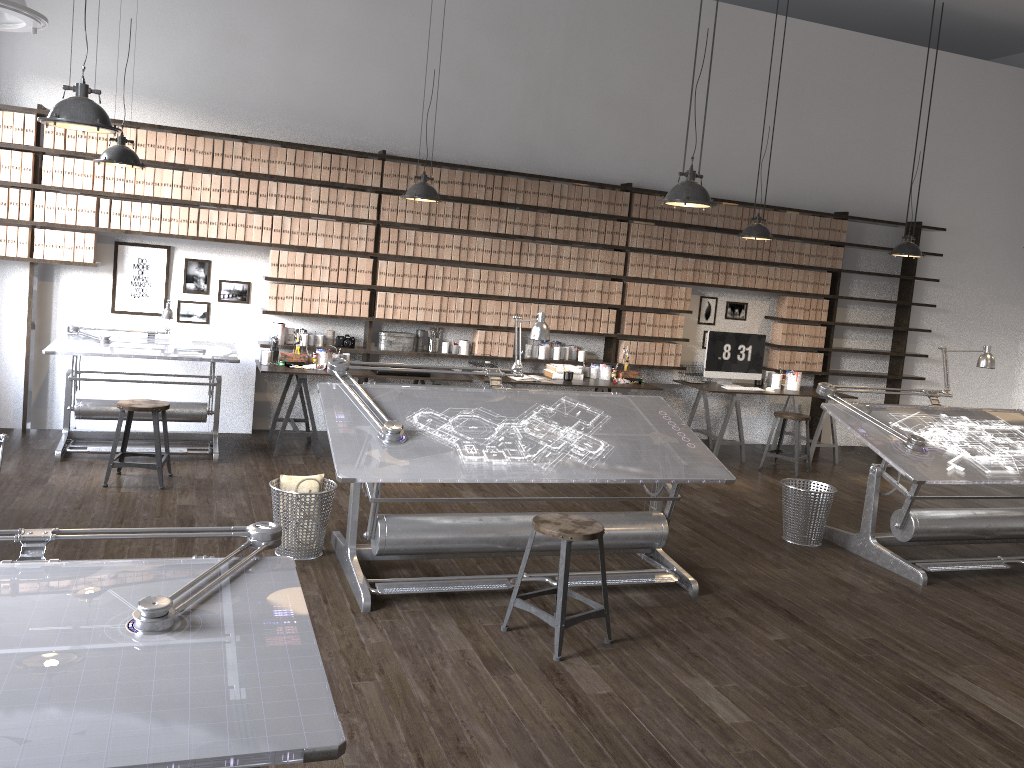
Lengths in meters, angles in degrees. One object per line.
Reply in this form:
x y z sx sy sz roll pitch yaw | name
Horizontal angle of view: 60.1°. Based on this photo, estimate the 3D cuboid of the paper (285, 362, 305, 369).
-1.698 -0.150 7.000 0.155 0.038 0.138 0 9 -35 | paper

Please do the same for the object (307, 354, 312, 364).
-1.645 -0.198 7.221 0.060 0.088 0.060 3 6 -25 | object

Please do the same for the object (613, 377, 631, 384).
0.994 -0.033 7.962 0.133 0.050 0.197 11 10 40 | object

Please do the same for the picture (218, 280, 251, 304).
-2.305 -0.765 7.346 0.251 0.183 0.023 3 5 -20 | picture

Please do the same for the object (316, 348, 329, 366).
-1.547 -0.216 7.227 0.105 0.141 0.104 2 6 -28 | object

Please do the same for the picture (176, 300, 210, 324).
-2.611 -0.588 7.256 0.251 0.183 0.023 3 5 -20 | picture

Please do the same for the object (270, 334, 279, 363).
-1.895 -0.281 7.087 0.069 0.236 0.068 3 5 -23 | object

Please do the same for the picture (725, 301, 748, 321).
2.278 -0.742 9.003 0.251 0.183 0.023 3 5 -20 | picture

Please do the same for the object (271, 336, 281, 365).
-1.872 -0.266 7.020 0.069 0.229 0.068 3 5 -23 | object

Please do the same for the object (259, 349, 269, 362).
-1.997 -0.230 7.128 0.068 0.104 0.069 3 6 -25 | object

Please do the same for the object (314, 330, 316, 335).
-1.673 -0.395 7.489 0.029 0.133 0.004 5 5 2 | object

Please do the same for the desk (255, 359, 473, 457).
-1.240 0.215 7.256 1.666 0.666 0.659 3 7 -20 | desk

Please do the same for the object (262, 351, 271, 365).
-1.938 -0.206 6.989 0.068 0.104 0.069 4 6 -16 | object

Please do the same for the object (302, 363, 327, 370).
-1.567 -0.145 7.025 0.197 0.050 0.133 6 7 9 | object

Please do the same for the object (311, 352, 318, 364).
-1.598 -0.199 7.168 0.049 0.111 0.049 3 6 -24 | object

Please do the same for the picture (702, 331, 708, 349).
2.036 -0.441 8.951 0.251 0.183 0.023 3 5 -20 | picture

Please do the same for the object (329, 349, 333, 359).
-1.539 -0.225 7.344 0.095 0.127 0.094 4 6 -16 | object

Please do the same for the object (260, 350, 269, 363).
-1.973 -0.218 7.058 0.070 0.103 0.069 3 6 -25 | object

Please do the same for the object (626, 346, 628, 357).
1.054 -0.236 8.179 0.007 0.227 0.020 6 5 11 | object

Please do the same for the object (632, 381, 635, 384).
1.095 -0.013 7.986 0.006 0.006 0.157 5 8 0 | object

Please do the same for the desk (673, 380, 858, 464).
2.421 0.374 8.596 1.666 0.666 0.659 3 7 -20 | desk

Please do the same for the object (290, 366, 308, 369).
-1.682 -0.131 6.980 0.158 0.005 0.005 7 6 14 | object

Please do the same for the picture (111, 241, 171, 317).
-2.968 -0.837 7.088 0.414 0.572 0.040 3 5 -20 | picture

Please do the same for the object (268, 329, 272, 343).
-1.994 -0.398 7.375 0.061 0.110 0.062 3 6 -22 | object

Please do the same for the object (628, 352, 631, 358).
1.057 -0.214 8.165 0.071 0.185 0.008 7 5 22 | object

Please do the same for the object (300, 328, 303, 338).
-1.713 -0.346 7.143 0.055 0.213 0.007 7 5 15 | object

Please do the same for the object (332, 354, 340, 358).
-1.451 -0.195 7.279 0.062 0.094 0.062 7 6 20 | object

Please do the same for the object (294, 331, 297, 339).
-1.732 -0.336 7.149 0.071 0.185 0.008 4 5 -19 | object

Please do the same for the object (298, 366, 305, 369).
-1.662 -0.133 6.976 0.006 0.006 0.157 0 9 -40 | object

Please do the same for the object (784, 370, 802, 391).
2.758 -0.032 8.687 0.146 0.195 0.144 10 8 42 | object

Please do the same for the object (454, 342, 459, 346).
-0.500 -0.321 7.900 0.045 0.100 0.044 4 5 -18 | object

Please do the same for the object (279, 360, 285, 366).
-1.823 -0.165 7.020 0.049 0.037 0.049 2 7 -24 | object

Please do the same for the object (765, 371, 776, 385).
2.583 -0.053 8.867 0.094 0.144 0.095 5 6 -3 | object

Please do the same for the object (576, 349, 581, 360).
0.623 -0.275 8.319 0.044 0.102 0.045 2 6 -29 | object

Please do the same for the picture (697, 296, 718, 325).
1.962 -0.736 8.891 0.201 0.283 0.022 3 5 -21 | picture

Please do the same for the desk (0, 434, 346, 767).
-1.092 0.684 1.884 1.267 1.184 1.178 3 7 -20 | desk

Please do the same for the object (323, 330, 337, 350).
-1.524 -0.366 7.511 0.237 0.161 0.107 10 7 35 | object

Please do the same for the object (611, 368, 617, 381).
0.930 -0.089 8.094 0.049 0.111 0.049 4 5 -17 | object

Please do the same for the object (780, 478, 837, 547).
1.918 0.846 5.794 0.353 0.376 0.355 5 6 1 | object

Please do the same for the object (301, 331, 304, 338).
-1.715 -0.342 7.159 0.055 0.192 0.006 3 5 -21 | object

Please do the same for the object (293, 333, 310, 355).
-1.721 -0.330 7.291 0.077 0.145 0.346 6 7 2 | object

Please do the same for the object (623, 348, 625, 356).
1.040 -0.227 8.160 0.055 0.213 0.007 4 5 -14 | object

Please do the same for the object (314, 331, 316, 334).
-1.681 -0.395 7.485 0.036 0.117 0.005 5 5 1 | object

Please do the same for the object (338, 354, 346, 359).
-1.414 -0.199 7.338 0.063 0.093 0.063 8 6 29 | object

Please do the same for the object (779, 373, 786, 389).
2.656 -0.027 8.724 0.068 0.154 0.069 0 7 -44 | object

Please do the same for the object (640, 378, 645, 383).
1.193 -0.034 8.125 0.049 0.037 0.049 3 7 -17 | object

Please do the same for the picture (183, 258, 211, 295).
-2.575 -0.878 7.236 0.201 0.283 0.022 3 5 -21 | picture

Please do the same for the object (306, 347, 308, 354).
-1.664 -0.231 7.205 0.033 0.147 0.005 4 5 -19 | object

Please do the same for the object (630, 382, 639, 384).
1.108 -0.009 8.001 0.005 0.005 0.158 10 9 35 | object

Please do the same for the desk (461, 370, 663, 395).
0.414 0.287 7.861 1.666 0.666 0.659 3 7 -20 | desk

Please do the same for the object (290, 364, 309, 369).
-1.668 -0.137 6.979 0.172 0.017 0.011 7 6 11 | object

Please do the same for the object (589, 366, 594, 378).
0.725 -0.109 8.141 0.045 0.100 0.044 3 6 -20 | object

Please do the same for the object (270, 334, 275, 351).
-1.924 -0.291 7.166 0.069 0.229 0.068 3 5 -23 | object

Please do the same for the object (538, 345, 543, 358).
0.256 -0.295 8.144 0.045 0.127 0.044 3 5 -20 | object

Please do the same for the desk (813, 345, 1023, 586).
3.074 0.437 5.856 2.066 1.381 1.083 3 6 -20 | desk

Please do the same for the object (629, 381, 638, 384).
1.098 -0.016 7.992 0.011 0.017 0.172 10 9 38 | object

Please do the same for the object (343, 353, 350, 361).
-1.386 -0.205 7.399 0.062 0.094 0.062 8 6 29 | object

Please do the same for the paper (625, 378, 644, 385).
1.110 -0.028 8.028 0.155 0.038 0.138 5 7 -5 | paper

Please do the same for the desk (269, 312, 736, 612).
-0.069 0.300 4.706 2.277 1.381 1.083 3 6 -20 | desk

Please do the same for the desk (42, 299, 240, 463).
-2.742 -0.063 6.648 1.267 1.093 1.077 3 7 -20 | desk
